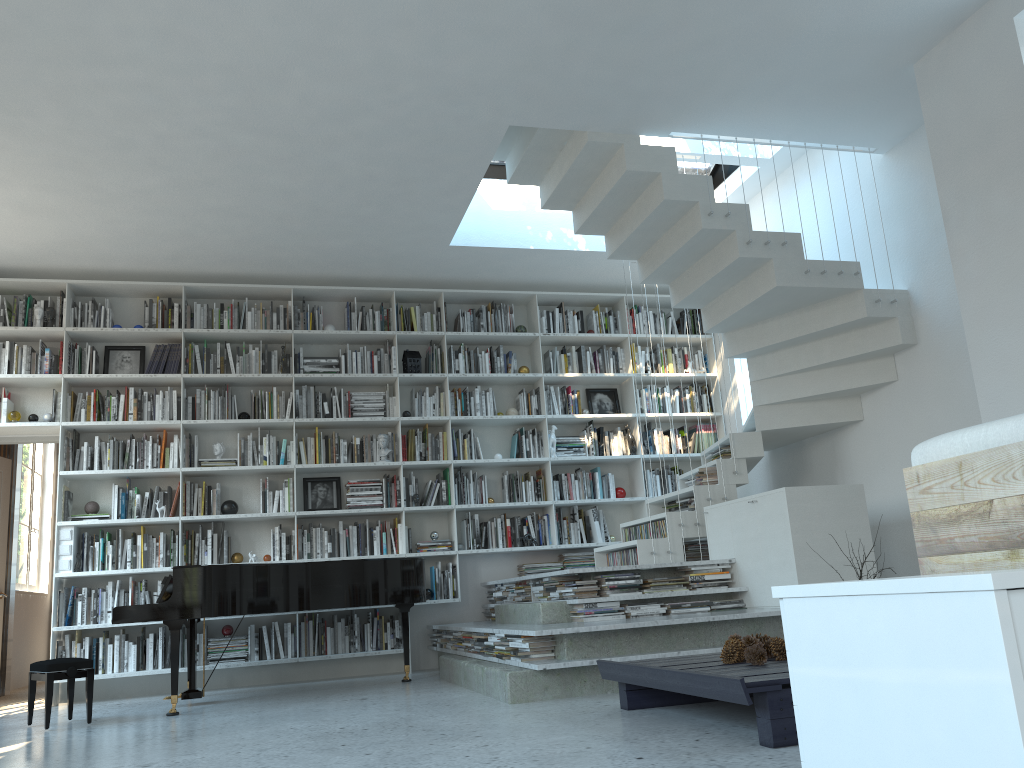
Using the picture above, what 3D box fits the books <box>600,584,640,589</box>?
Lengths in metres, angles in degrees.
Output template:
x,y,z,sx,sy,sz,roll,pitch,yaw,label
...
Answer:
x,y,z,sx,sy,sz,roll,pitch,yaw,label
0.657,1.245,5.459,0.210,0.012,0.168,-1,-14,-15,books

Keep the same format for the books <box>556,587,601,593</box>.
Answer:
x,y,z,sx,sy,sz,roll,pitch,yaw,label
0.407,1.276,5.488,0.184,0.014,0.298,0,-14,-17,books

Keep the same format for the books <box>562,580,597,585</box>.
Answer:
x,y,z,sx,sy,sz,roll,pitch,yaw,label
0.420,1.232,5.503,0.149,0.014,0.229,0,-14,-18,books

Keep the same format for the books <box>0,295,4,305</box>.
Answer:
x,y,z,sx,sy,sz,roll,pitch,yaw,label
-3.923,-0.516,6.812,0.028,0.283,0.190,0,-14,-16,books

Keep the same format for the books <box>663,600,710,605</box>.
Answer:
x,y,z,sx,sy,sz,roll,pitch,yaw,label
1.041,1.337,5.413,0.275,0.009,0.177,0,-14,-16,books

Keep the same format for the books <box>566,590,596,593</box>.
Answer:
x,y,z,sx,sy,sz,roll,pitch,yaw,label
0.428,1.285,5.492,0.134,0.006,0.227,-1,-14,-12,books

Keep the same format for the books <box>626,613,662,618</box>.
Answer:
x,y,z,sx,sy,sz,roll,pitch,yaw,label
0.776,1.394,5.334,0.208,0.015,0.153,0,-14,-18,books

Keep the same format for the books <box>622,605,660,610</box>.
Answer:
x,y,z,sx,sy,sz,roll,pitch,yaw,label
0.771,1.349,5.351,0.211,0.018,0.135,-1,-14,-13,books

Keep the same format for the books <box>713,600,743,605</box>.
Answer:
x,y,z,sx,sy,sz,roll,pitch,yaw,label
1.300,1.356,5.502,0.229,0.014,0.133,0,-14,-17,books

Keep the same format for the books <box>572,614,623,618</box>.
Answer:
x,y,z,sx,sy,sz,roll,pitch,yaw,label
0.503,1.375,5.256,0.264,0.006,0.165,-1,-14,-15,books

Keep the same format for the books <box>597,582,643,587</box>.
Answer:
x,y,z,sx,sy,sz,roll,pitch,yaw,label
0.656,1.236,5.463,0.260,0.009,0.153,-1,-14,-13,books

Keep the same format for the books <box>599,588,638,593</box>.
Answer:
x,y,z,sx,sy,sz,roll,pitch,yaw,label
0.656,1.273,5.465,0.207,0.012,0.132,1,-14,-20,books

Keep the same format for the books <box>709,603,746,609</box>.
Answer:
x,y,z,sx,sy,sz,roll,pitch,yaw,label
1.304,1.376,5.489,0.234,0.017,0.152,-1,-14,-15,books

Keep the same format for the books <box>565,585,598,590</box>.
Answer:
x,y,z,sx,sy,sz,roll,pitch,yaw,label
0.430,1.263,5.498,0.137,0.012,0.243,-1,-14,-15,books

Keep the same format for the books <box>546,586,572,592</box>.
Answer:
x,y,z,sx,sy,sz,roll,pitch,yaw,label
0.336,1.327,5.752,0.177,0.026,0.231,0,-14,-16,books

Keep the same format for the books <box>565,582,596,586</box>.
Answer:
x,y,z,sx,sy,sz,roll,pitch,yaw,label
0.424,1.243,5.501,0.132,0.009,0.270,-1,-14,-12,books

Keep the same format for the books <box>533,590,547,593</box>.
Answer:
x,y,z,sx,sy,sz,roll,pitch,yaw,label
0.249,1.410,6.034,0.178,0.015,0.188,-2,-14,-11,books

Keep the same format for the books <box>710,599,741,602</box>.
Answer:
x,y,z,sx,sy,sz,roll,pitch,yaw,label
1.300,1.346,5.504,0.215,0.007,0.131,-1,-14,-14,books

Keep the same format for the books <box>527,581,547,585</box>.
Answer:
x,y,z,sx,sy,sz,roll,pitch,yaw,label
0.237,1.352,6.046,0.192,0.014,0.257,1,-14,-20,books

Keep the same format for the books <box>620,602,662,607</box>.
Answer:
x,y,z,sx,sy,sz,roll,pitch,yaw,label
0.771,1.328,5.352,0.220,0.013,0.149,0,-14,-17,books

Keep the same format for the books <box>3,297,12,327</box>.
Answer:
x,y,z,sx,sy,sz,roll,pitch,yaw,label
-3.858,-0.510,6.813,0.057,0.262,0.191,0,-14,-16,books

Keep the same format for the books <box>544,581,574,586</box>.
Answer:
x,y,z,sx,sy,sz,roll,pitch,yaw,label
0.332,1.295,5.759,0.168,0.013,0.282,1,-14,-19,books

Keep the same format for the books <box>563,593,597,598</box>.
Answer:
x,y,z,sx,sy,sz,roll,pitch,yaw,label
0.417,1.309,5.483,0.161,0.014,0.213,-1,-14,-12,books

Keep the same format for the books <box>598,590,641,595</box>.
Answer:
x,y,z,sx,sy,sz,roll,pitch,yaw,label
0.658,1.283,5.458,0.227,0.012,0.149,0,-14,-18,books

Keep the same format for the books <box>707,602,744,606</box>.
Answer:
x,y,z,sx,sy,sz,roll,pitch,yaw,label
1.303,1.365,5.495,0.225,0.007,0.133,-1,-14,-12,books

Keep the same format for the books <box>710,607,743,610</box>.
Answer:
x,y,z,sx,sy,sz,roll,pitch,yaw,label
1.306,1.388,5.484,0.179,0.010,0.160,0,-14,-16,books

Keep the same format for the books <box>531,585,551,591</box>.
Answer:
x,y,z,sx,sy,sz,roll,pitch,yaw,label
0.253,1.389,6.041,0.174,0.029,0.251,0,-14,-18,books

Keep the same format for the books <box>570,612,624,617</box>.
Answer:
x,y,z,sx,sy,sz,roll,pitch,yaw,label
0.503,1.368,5.258,0.285,0.008,0.160,0,-14,-18,books

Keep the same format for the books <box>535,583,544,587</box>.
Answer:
x,y,z,sx,sy,sz,roll,pitch,yaw,label
0.261,1.367,6.048,0.145,0.017,0.209,1,-15,-21,books

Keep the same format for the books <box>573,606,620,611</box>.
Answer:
x,y,z,sx,sy,sz,roll,pitch,yaw,label
0.497,1.334,5.276,0.257,0.010,0.132,-1,-14,-12,books

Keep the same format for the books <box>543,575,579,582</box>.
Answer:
x,y,z,sx,sy,sz,roll,pitch,yaw,label
0.317,1.263,5.763,0.189,0.022,0.238,-2,-14,-11,books

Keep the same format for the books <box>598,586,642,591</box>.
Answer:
x,y,z,sx,sy,sz,roll,pitch,yaw,label
0.661,1.255,5.446,0.215,0.013,0.190,0,-14,-17,books

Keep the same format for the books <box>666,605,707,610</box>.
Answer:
x,y,z,sx,sy,sz,roll,pitch,yaw,label
1.046,1.366,5.425,0.273,0.009,0.129,-1,-14,-13,books

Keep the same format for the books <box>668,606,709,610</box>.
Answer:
x,y,z,sx,sy,sz,roll,pitch,yaw,label
1.051,1.369,5.407,0.254,0.005,0.161,1,-14,-20,books

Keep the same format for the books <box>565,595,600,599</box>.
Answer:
x,y,z,sx,sy,sz,roll,pitch,yaw,label
0.433,1.320,5.484,0.144,0.009,0.250,0,-14,-16,books

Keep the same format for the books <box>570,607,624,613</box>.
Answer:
x,y,z,sx,sy,sz,roll,pitch,yaw,label
0.501,1.342,5.261,0.292,0.012,0.160,-1,-14,-13,books

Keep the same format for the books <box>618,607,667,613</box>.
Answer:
x,y,z,sx,sy,sz,roll,pitch,yaw,label
0.775,1.361,5.337,0.272,0.012,0.159,0,-14,-18,books

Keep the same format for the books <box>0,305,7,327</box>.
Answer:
x,y,z,sx,sy,sz,roll,pitch,yaw,label
-3.891,-0.481,6.803,0.030,0.206,0.176,0,-14,-16,books

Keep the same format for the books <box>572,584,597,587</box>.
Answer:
x,y,z,sx,sy,sz,roll,pitch,yaw,label
0.450,1.252,5.506,0.091,0.011,0.190,0,-14,-18,books

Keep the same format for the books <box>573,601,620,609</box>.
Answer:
x,y,z,sx,sy,sz,roll,pitch,yaw,label
0.500,1.313,5.267,0.234,0.025,0.158,1,-15,-21,books

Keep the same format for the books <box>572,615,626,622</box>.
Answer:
x,y,z,sx,sy,sz,roll,pitch,yaw,label
0.509,1.384,5.234,0.262,0.023,0.200,0,-14,-18,books

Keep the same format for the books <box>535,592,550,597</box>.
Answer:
x,y,z,sx,sy,sz,roll,pitch,yaw,label
0.262,1.429,6.033,0.167,0.024,0.192,-1,-14,-15,books

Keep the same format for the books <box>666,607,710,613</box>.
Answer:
x,y,z,sx,sy,sz,roll,pitch,yaw,label
1.054,1.378,5.399,0.250,0.018,0.178,-1,-14,-13,books

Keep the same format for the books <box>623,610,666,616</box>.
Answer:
x,y,z,sx,sy,sz,roll,pitch,yaw,label
0.779,1.374,5.324,0.232,0.019,0.170,1,-15,-21,books

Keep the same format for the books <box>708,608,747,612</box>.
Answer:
x,y,z,sx,sy,sz,roll,pitch,yaw,label
1.308,1.395,5.477,0.261,0.006,0.152,1,-14,-20,books

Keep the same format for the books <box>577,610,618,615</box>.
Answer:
x,y,z,sx,sy,sz,roll,pitch,yaw,label
0.503,1.353,5.255,0.210,0.012,0.168,-1,-14,-12,books

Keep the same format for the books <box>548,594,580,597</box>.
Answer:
x,y,z,sx,sy,sz,roll,pitch,yaw,label
0.343,1.371,5.743,0.154,0.007,0.293,-1,-14,-13,books

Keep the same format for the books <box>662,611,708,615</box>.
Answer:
x,y,z,sx,sy,sz,roll,pitch,yaw,label
1.049,1.397,5.416,0.249,0.009,0.144,0,-14,-17,books

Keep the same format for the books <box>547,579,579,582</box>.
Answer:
x,y,z,sx,sy,sz,roll,pitch,yaw,label
0.331,1.278,5.763,0.170,0.008,0.209,-1,-14,-13,books

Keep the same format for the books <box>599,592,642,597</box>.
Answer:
x,y,z,sx,sy,sz,roll,pitch,yaw,label
0.663,1.293,5.441,0.216,0.015,0.178,0,-14,-18,books

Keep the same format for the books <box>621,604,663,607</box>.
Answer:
x,y,z,sx,sy,sz,roll,pitch,yaw,label
0.772,1.337,5.348,0.242,0.005,0.153,-1,-14,-15,books

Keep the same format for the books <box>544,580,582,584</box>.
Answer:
x,y,z,sx,sy,sz,roll,pitch,yaw,label
0.332,1.285,5.762,0.171,0.007,0.261,0,-14,-18,books

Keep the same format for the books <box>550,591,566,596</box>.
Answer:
x,y,z,sx,sy,sz,roll,pitch,yaw,label
0.347,1.354,5.749,0.155,0.028,0.190,-1,-14,-15,books

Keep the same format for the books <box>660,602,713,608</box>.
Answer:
x,y,z,sx,sy,sz,roll,pitch,yaw,label
1.052,1.347,5.404,0.287,0.018,0.190,0,-14,-17,books

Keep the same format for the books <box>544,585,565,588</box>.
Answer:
x,y,z,sx,sy,sz,roll,pitch,yaw,label
0.331,1.310,5.755,0.187,0.009,0.251,0,-14,-16,books

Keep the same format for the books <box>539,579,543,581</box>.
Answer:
x,y,z,sx,sy,sz,roll,pitch,yaw,label
0.265,1.338,6.057,0.134,0.014,0.182,-2,-14,-11,books

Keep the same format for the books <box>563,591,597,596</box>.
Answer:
x,y,z,sx,sy,sz,roll,pitch,yaw,label
0.422,1.295,5.488,0.152,0.015,0.208,1,-14,-19,books

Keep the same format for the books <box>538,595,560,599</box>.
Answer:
x,y,z,sx,sy,sz,roll,pitch,yaw,label
0.280,1.447,6.034,0.136,0.013,0.259,0,-14,-16,books

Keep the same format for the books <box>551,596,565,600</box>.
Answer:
x,y,z,sx,sy,sz,roll,pitch,yaw,label
0.348,1.384,5.741,0.142,0.020,0.231,-2,-14,-11,books
